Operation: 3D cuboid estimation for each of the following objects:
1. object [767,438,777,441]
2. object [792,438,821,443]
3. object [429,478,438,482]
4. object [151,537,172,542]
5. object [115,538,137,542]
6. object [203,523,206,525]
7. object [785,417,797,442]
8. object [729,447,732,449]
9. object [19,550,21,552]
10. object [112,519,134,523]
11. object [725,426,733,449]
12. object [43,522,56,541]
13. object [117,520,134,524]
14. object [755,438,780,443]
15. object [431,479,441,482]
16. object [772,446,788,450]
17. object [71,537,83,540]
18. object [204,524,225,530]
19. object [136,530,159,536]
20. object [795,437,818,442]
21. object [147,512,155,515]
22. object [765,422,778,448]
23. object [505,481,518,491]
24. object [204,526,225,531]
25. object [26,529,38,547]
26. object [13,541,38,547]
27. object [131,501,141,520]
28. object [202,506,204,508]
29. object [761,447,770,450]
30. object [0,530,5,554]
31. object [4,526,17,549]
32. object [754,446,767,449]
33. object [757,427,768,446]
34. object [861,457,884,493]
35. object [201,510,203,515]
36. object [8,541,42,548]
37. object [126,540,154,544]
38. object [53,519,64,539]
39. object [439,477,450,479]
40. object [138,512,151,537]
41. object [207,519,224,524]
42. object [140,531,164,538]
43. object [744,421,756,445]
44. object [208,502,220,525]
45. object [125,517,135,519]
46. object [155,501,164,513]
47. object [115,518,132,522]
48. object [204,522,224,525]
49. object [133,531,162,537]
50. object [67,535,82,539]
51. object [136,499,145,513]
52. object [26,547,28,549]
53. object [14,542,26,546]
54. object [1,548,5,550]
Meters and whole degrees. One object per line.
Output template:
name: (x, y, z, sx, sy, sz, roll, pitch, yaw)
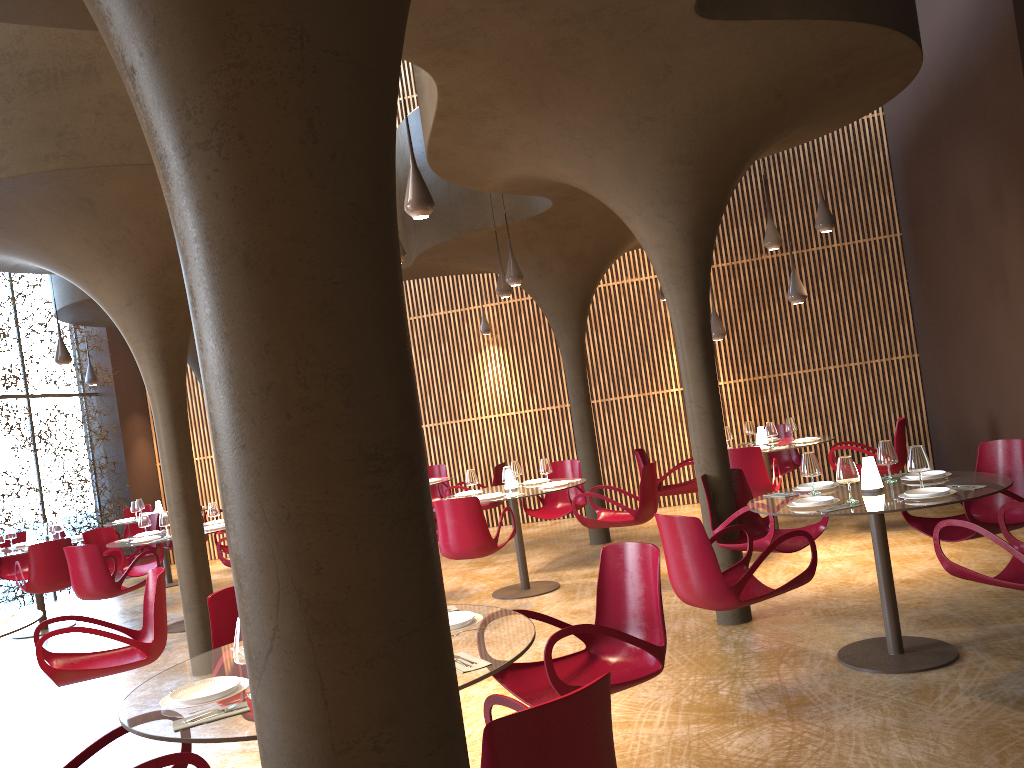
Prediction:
object: (3.270, 0.719, 11.357, 0.263, 0.029, 0.262, -9, -2, 39)
object: (3.510, 0.675, 10.572, 0.332, 0.014, 0.332, -8, -1, 1)
object: (-1.201, 1.410, 12.925, 0.263, 0.029, 0.263, -8, -1, -9)
object: (-3.953, 1.760, 10.045, 0.126, 0.017, 0.261, -9, -2, 27)
object: (-4.633, 1.874, 10.640, 0.262, 0.017, 0.126, -9, -2, 29)
object: (-3.966, 1.792, 11.278, 0.126, 0.017, 0.261, -9, -1, 23)
object: (3.397, 0.558, 10.785, 0.142, 0.295, 0.142, -8, 0, 0)
object: (2.582, 0.823, 11.097, 0.332, 0.014, 0.331, -9, -2, 41)
object: (-6.078, 2.096, 11.342, 0.410, 0.012, 0.205, -7, -2, -31)
object: (-6.140, 2.168, 14.017, 0.331, 0.014, 0.332, -8, -1, -7)
object: (2.640, 0.671, 10.877, 0.141, 0.295, 0.142, -8, 0, -30)
object: (-6.034, 1.955, 11.570, 0.142, 0.295, 0.141, -8, 0, 28)
object: (-5.993, 2.148, 13.753, 0.261, 0.017, 0.127, -7, -2, -33)
object: (3.272, 0.729, 11.357, 0.331, 0.014, 0.332, -7, -2, -41)
object: (-1.200, 1.420, 12.925, 0.332, 0.014, 0.331, -9, -2, 36)
object: (3.097, 0.734, 10.217, 0.127, 0.017, 0.261, -9, -2, 33)
object: (-5.903, 2.085, 12.006, 0.332, 0.014, 0.332, -8, -1, 5)
object: (-3.523, 1.691, 10.483, 0.263, 0.029, 0.262, -9, -2, 36)
object: (-4.475, 1.840, 10.895, 0.263, 0.029, 0.263, -9, -1, 13)
object: (3.508, 0.665, 10.572, 0.263, 0.029, 0.263, -8, -1, 8)
object: (-6.025, 2.159, 14.751, 0.262, 0.029, 0.263, -7, -2, -34)
object: (3.060, 0.600, 10.455, 0.142, 0.295, 0.142, -8, 0, 21)
object: (-0.022, 1.066, 9.850, 0.142, 0.232, 0.144, -8, 0, -13)
object: (-3.521, 1.700, 10.483, 0.332, 0.014, 0.331, -10, -2, 43)
object: (-6.386, 2.043, 11.766, 0.142, 0.232, 0.145, -8, 0, -23)
object: (-6.696, 2.205, 12.183, 0.332, 0.014, 0.332, -8, -1, 4)
object: (-5.932, 1.999, 13.976, 0.142, 0.295, 0.142, -8, 0, 11)
object: (-5.231, 2.049, 14.574, 0.331, 0.014, 0.332, -8, -1, -14)
object: (2.856, 0.766, 10.398, 0.332, 0.014, 0.331, -9, -2, 40)
object: (-6.605, 2.035, 11.408, 0.142, 0.295, 0.142, -8, 0, 11)
object: (-6.762, 2.071, 11.955, 0.142, 0.295, 0.141, -8, 0, 24)
object: (2.854, 0.757, 10.398, 0.263, 0.029, 0.263, -9, -1, 17)
object: (3.058, 0.641, 10.865, 0.144, 0.232, 0.142, -8, 0, 8)
object: (2.437, 0.615, 6.030, 0.144, 0.232, 0.142, -8, 0, -31)
object: (-3.929, 1.635, 11.046, 0.142, 0.295, 0.142, -8, 0, 0)
object: (-6.692, 2.206, 12.186, 0.410, 0.012, 0.205, -7, -2, -35)
object: (-4.215, 1.796, 10.202, 0.411, 0.012, 0.204, -9, -1, 23)
object: (-6.152, 1.984, 12.029, 0.141, 0.295, 0.142, -8, 0, -38)
object: (-1.067, 1.414, 13.196, 0.262, 0.017, 0.126, -9, -1, 23)
object: (-4.420, 1.698, 10.674, 0.141, 0.295, 0.142, -8, 0, -40)
object: (-3.701, 1.733, 11.142, 0.263, 0.029, 0.263, -9, -1, 14)
object: (-4.472, 1.851, 10.900, 0.204, 0.012, 0.410, -9, -2, 25)
object: (3.033, 0.623, 11.284, 0.142, 0.295, 0.142, -8, 0, -5)
object: (-3.600, 1.579, 10.708, 0.142, 0.295, 0.142, -8, 0, -13)
object: (-6.288, 2.212, 14.612, 0.126, 0.017, 0.262, -8, -2, -31)
object: (-5.714, 2.006, 14.334, 0.144, 0.232, 0.142, -8, 0, -13)
object: (-6.141, 2.159, 14.017, 0.263, 0.029, 0.263, -8, -1, 0)
object: (-3.699, 1.742, 11.142, 0.331, 0.014, 0.332, -8, -1, -6)
object: (-4.474, 1.849, 10.895, 0.332, 0.014, 0.331, -9, -2, 39)
object: (-5.904, 2.076, 12.006, 0.263, 0.029, 0.263, -8, -1, 5)
object: (-6.089, 2.035, 14.523, 0.142, 0.295, 0.142, -8, 0, 13)
object: (-6.076, 2.085, 11.345, 0.263, 0.029, 0.263, -8, -2, -27)
object: (-6.697, 2.196, 12.183, 0.262, 0.029, 0.263, -7, -2, -41)
object: (-6.960, 2.248, 12.044, 0.126, 0.017, 0.262, -8, -2, -31)
